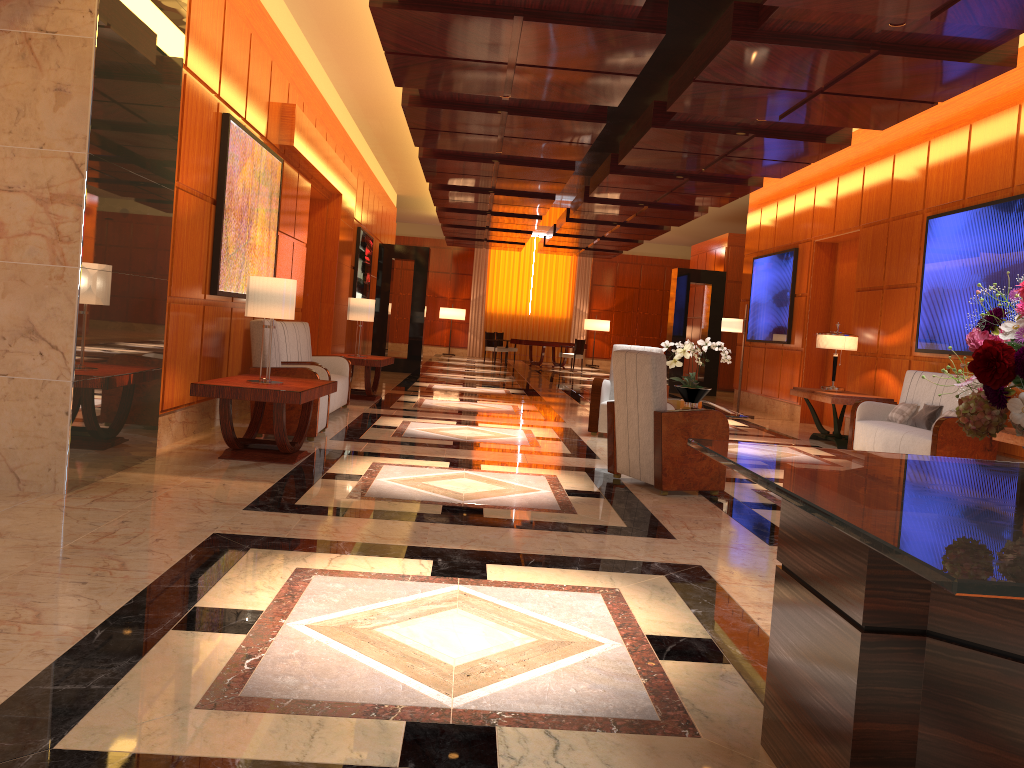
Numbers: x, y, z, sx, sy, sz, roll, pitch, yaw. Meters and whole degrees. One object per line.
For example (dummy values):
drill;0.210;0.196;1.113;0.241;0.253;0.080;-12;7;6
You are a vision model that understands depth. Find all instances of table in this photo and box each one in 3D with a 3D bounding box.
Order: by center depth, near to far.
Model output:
table;1.374;0.660;2.127;1.600;0.744;1.603;4;3;-3
table;3.946;0.686;5.988;0.725;0.606;1.272;4;3;-3
table;-1.746;0.251;6.344;0.725;0.533;1.169;4;3;0
table;1.526;0.434;7.868;0.722;0.495;1.562;4;3;0
table;3.759;0.401;10.204;0.725;0.606;1.272;4;3;-3
table;-1.967;-0.086;11.348;0.725;0.533;1.169;4;3;0
table;1.002;-0.814;24.552;2.105;0.740;0.785;2;3;-32

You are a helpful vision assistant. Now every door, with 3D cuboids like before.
door;-2.828;-1.238;11.733;0.340;2.648;1.502;4;2;-3
door;4.486;-0.689;12.091;0.340;2.648;1.540;4;2;-3

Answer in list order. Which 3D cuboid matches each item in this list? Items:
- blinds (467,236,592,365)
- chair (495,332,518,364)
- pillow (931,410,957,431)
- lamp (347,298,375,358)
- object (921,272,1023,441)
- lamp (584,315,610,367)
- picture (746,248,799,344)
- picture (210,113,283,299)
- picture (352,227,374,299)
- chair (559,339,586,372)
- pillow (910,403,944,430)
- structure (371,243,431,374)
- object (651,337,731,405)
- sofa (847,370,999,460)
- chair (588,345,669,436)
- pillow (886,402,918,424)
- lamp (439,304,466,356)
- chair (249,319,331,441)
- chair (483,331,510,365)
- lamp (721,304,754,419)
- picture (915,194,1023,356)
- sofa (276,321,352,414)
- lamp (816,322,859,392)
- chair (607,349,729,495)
blinds;0.587;-2.788;28.964;3.852;4.060;0.149;4;1;-3
chair;-0.204;-1.035;25.548;0.577;0.893;0.584;5;2;25
pillow;3.969;0.356;8.070;0.202;0.229;0.274;4;3;0
lamp;2.394;-0.078;6.596;0.335;0.734;13.029;3;4;-43
object;1.426;-0.041;2.129;0.649;0.657;0.681;4;3;-12
lamp;2.689;-1.380;28.462;0.812;1.659;0.810;6;2;37
picture;4.179;-1.389;14.326;0.056;1.450;2.000;4;3;-3
picture;-2.373;-1.501;8.061;0.056;1.450;2.000;4;3;-3
picture;-2.738;-2.057;16.311;0.056;1.450;2.000;4;3;-3
chair;1.642;-0.776;23.757;0.577;0.893;0.584;6;3;40
pillow;3.985;0.315;8.518;0.160;0.252;0.358;4;3;-6
structure;-2.213;-1.490;17.622;0.985;2.495;0.501;4;1;-3
object;1.621;-0.124;7.975;0.787;0.616;0.418;3;2;-25
sofa;3.914;0.349;8.496;0.612;0.931;1.802;4;3;-2
chair;1.254;0.074;9.343;0.738;0.960;0.629;5;2;16
pillow;3.937;0.292;8.951;0.195;0.226;0.344;5;3;2
lamp;-1.936;-1.728;28.248;0.812;1.659;0.810;6;2;37
chair;-1.884;-0.055;7.518;0.628;0.960;0.739;4;2;-4
chair;-0.470;-0.977;24.318;0.577;0.893;0.584;6;3;35
lamp;3.288;-0.341;12.956;0.526;1.659;0.360;4;2;-13
picture;4.438;-0.994;8.474;0.056;1.450;2.000;4;3;-3
sofa;-2.069;-0.160;9.127;0.612;0.931;1.802;4;3;-2
lamp;3.743;-0.321;10.251;0.458;0.793;0.459;3;3;-41
chair;1.089;0.252;6.351;0.628;0.960;0.739;4;2;-24
